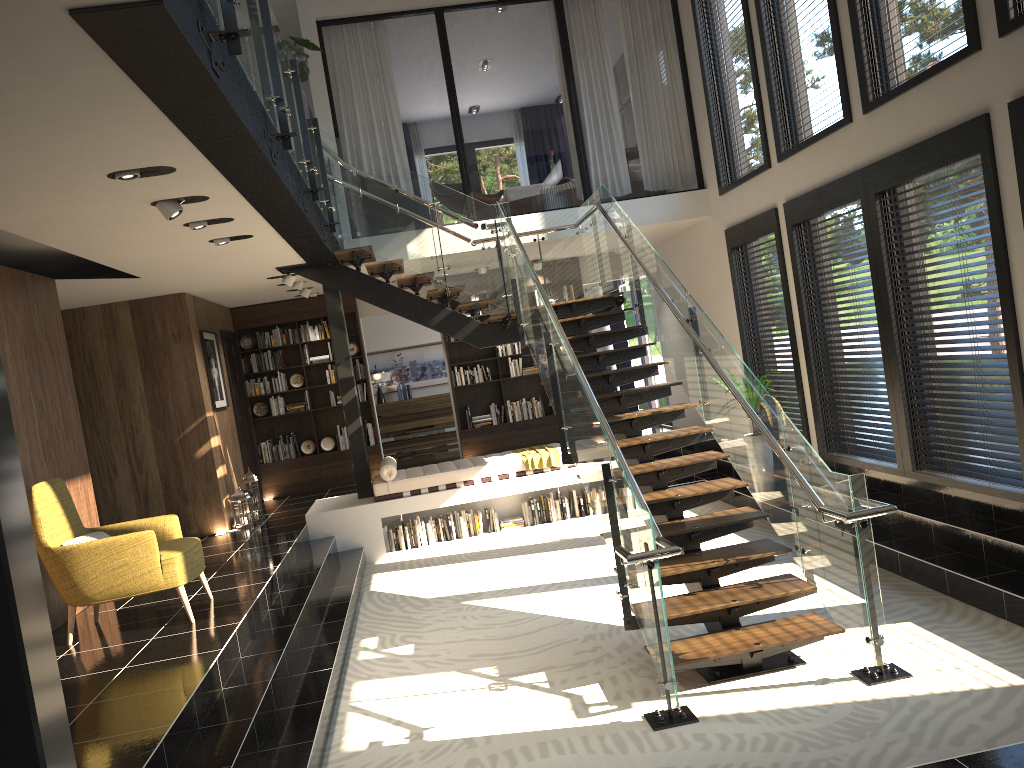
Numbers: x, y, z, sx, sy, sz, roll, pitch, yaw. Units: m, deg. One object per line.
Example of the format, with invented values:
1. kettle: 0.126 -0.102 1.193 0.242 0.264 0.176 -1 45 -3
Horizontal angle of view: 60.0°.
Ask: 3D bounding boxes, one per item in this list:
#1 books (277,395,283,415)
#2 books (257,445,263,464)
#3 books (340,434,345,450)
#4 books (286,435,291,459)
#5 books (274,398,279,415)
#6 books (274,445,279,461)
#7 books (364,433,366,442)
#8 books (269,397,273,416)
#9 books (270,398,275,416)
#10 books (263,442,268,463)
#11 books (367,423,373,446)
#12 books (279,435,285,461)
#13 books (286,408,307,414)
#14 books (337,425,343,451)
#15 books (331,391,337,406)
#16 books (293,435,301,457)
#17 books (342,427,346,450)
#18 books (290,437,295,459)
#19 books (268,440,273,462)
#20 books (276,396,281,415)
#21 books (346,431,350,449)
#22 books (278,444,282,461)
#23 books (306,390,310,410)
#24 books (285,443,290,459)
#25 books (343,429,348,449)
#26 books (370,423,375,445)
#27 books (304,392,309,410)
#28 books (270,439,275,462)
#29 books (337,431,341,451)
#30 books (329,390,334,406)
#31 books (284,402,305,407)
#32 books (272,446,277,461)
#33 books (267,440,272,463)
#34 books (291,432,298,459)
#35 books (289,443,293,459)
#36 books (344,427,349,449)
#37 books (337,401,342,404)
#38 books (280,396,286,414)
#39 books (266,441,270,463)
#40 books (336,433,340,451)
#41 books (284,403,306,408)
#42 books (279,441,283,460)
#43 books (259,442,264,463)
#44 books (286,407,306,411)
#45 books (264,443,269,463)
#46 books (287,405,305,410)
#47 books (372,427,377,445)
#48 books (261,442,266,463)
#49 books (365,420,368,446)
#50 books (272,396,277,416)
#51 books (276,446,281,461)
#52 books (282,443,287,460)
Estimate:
1. books: -3.234 0.288 12.402 0.032 0.279 0.133 -9 3 -6
2. books: -3.515 0.980 12.419 0.032 0.262 0.194 -9 2 -6
3. books: -2.386 0.820 12.527 0.034 0.215 0.104 -9 3 -6
4. books: -3.119 0.886 12.429 0.016 0.322 0.218 -9 2 -6
5. books: -3.287 0.313 12.410 0.031 0.245 0.120 -9 3 -6
6. books: -3.283 0.966 12.406 0.021 0.217 0.220 -9 2 -6
7. books: -2.096 0.783 12.565 0.032 0.195 0.134 -9 2 -6
8. books: -3.358 0.315 12.402 0.020 0.264 0.152 -9 2 -6
9. books: -3.331 0.315 12.369 0.026 0.258 0.192 -9 2 -6
10. books: -3.440 0.957 12.420 0.030 0.283 0.170 -9 2 -6
11. books: -2.006 0.709 12.551 0.035 0.315 0.168 -9 3 -6
12. books: -3.202 0.891 12.401 0.016 0.341 0.217 -9 2 -6
13. books: -3.023 0.378 12.437 0.262 0.032 0.154 -9 2 -4
14. books: -2.418 0.754 12.477 0.017 0.360 0.189 -9 3 -6
15. books: -2.503 0.206 12.479 0.036 0.206 0.215 -9 2 -6
16. books: -3.013 0.872 12.441 0.042 0.316 0.193 -9 2 -6
17. books: -2.368 0.766 12.527 0.019 0.317 0.122 -9 3 -6
18. books: -3.064 0.886 12.435 0.027 0.304 0.204 -9 2 -6
19. books: -3.366 0.936 12.428 0.018 0.302 0.195 -9 2 -6
20. books: -3.261 0.299 12.407 0.024 0.265 0.147 -9 2 -6
21. books: -2.301 0.788 12.541 0.033 0.250 0.114 -9 3 -6
22. books: -3.234 0.955 12.429 0.026 0.222 0.209 -9 2 -6
23. books: -2.852 0.223 12.428 0.018 0.286 0.157 -9 2 -6
24. books: -3.139 0.939 12.448 0.036 0.222 0.173 -9 2 -6
25. books: -2.348 0.776 12.531 0.019 0.289 0.145 -9 3 -6
26. books: -1.973 0.708 12.548 0.029 0.307 0.149 -9 3 -6
27. books: -2.878 0.238 12.450 0.032 0.262 0.157 -9 2 -6
28. books: -3.347 0.931 12.424 0.020 0.304 0.189 -9 2 -6
29. books: -2.436 0.797 12.519 0.024 0.278 0.135 -9 3 -6
30. books: -2.539 0.202 12.503 0.028 0.224 0.161 -9 2 -6
31. books: -3.035 0.287 12.415 0.292 0.013 0.187 -9 2 -4
32. books: -3.316 0.972 12.450 0.035 0.212 0.159 -9 2 -6
33. books: -3.379 0.936 12.393 0.015 0.306 0.222 -9 2 -6
34. books: -3.043 0.857 12.414 0.019 0.357 0.235 -9 2 -6
35. books: -3.088 0.938 12.454 0.033 0.209 0.192 -9 2 -6
36. books: -2.330 0.758 12.517 0.019 0.321 0.161 -9 3 -6
37. books: -2.328 0.247 12.512 0.271 0.028 0.174 -9 2 -11
38. books: -3.203 0.295 12.423 0.030 0.253 0.138 -9 2 -6
39. books: -3.395 0.940 12.398 0.016 0.304 0.217 -9 2 -6
40. books: -2.457 0.817 12.525 0.023 0.245 0.135 -9 2 -6
41. books: -3.035 0.301 12.423 0.293 0.016 0.174 -9 2 -8
42. books: -3.216 0.922 12.418 0.017 0.282 0.232 -9 2 -6
43. books: -3.486 0.961 12.429 0.032 0.288 0.179 -9 2 -6
44. books: -3.027 0.352 12.438 0.266 0.021 0.152 -9 2 -8
45. books: -3.410 0.960 12.392 0.022 0.269 0.216 -9 2 -6
46. books: -3.031 0.325 12.437 0.243 0.033 0.142 -9 2 -10
47. books: -1.941 0.732 12.563 0.029 0.247 0.139 -9 2 -6
48. books: -3.460 0.961 12.400 0.014 0.282 0.232 -9 2 -6
49. books: -2.057 0.697 12.540 0.065 0.354 0.164 -9 3 -6
50. books: -3.311 0.303 12.381 0.018 0.275 0.144 -9 3 -6
51. books: -3.261 0.967 12.436 0.029 0.207 0.166 -9 2 -6
52. books: -3.173 0.944 12.445 0.034 0.223 0.208 -9 2 -6
